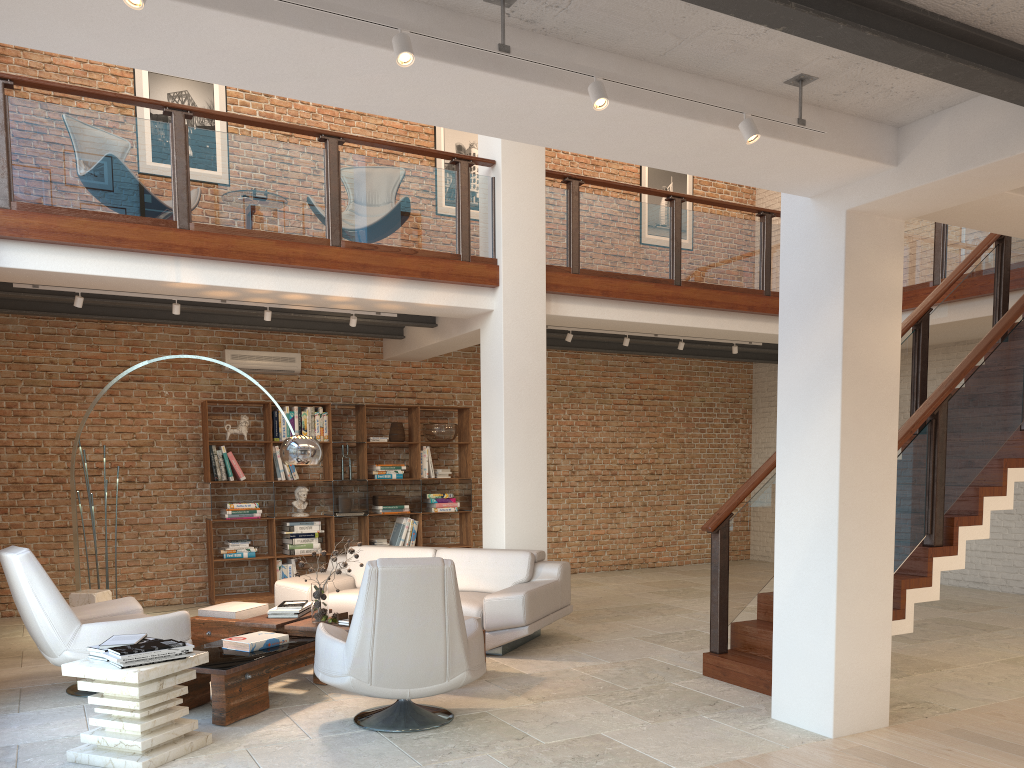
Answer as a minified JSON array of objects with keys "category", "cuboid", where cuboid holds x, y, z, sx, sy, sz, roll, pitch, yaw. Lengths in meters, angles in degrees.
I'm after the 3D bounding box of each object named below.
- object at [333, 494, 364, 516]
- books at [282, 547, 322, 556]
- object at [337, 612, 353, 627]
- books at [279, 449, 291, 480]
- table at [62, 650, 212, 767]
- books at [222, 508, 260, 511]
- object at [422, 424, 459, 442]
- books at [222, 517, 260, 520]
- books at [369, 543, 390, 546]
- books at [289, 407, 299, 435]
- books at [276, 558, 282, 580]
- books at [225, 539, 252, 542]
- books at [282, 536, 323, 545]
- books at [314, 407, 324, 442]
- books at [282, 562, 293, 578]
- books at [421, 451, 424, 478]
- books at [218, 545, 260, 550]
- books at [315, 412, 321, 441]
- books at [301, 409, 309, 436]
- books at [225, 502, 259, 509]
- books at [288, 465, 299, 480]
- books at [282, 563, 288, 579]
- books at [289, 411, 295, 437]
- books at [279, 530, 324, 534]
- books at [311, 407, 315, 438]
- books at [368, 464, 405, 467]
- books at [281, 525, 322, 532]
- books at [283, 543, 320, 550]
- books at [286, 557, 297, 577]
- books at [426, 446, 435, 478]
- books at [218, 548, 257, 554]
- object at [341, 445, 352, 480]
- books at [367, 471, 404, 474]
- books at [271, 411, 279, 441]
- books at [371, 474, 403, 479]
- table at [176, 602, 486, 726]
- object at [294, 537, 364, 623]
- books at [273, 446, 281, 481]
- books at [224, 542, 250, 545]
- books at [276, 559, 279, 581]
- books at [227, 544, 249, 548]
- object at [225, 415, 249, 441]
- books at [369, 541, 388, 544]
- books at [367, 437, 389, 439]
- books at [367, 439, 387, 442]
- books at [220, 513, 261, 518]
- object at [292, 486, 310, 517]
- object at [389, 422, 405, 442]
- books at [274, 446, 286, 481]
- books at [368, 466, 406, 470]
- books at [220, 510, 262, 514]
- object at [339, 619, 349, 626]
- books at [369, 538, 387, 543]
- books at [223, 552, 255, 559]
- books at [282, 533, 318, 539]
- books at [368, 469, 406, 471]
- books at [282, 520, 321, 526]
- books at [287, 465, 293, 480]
[{"category":"object","cuboid":[-1.899,1.388,9.999,0.335,0.234,0.283,1,-1,-28]},{"category":"books","cuboid":[-2.363,1.878,9.815,0.379,0.065,0.244,3,-6,-34]},{"category":"object","cuboid":[-1.125,1.619,5.997,0.114,0.082,0.094,-2,-1,34]},{"category":"books","cuboid":[-2.543,0.894,9.655,0.124,0.350,0.271,-3,2,-29]},{"category":"table","cuboid":[-1.928,1.663,4.512,0.495,0.506,0.493,-1,0,22]},{"category":"books","cuboid":[-2.952,1.360,9.479,0.355,0.021,0.272,3,-6,-30]},{"category":"object","cuboid":[-0.861,0.597,10.504,0.438,0.220,0.435,-1,-3,13]},{"category":"books","cuboid":[-2.947,1.454,9.482,0.355,0.021,0.272,2,-6,-28]},{"category":"books","cuboid":[-1.572,1.887,10.278,0.171,0.019,0.236,3,-7,-35]},{"category":"books","cuboid":[-2.420,0.449,9.672,0.036,0.385,0.243,-3,3,-29]},{"category":"books","cuboid":[-2.612,2.141,9.732,0.036,0.385,0.243,-3,3,-29]},{"category":"books","cuboid":[-2.980,1.705,9.492,0.252,0.017,0.162,2,-6,-28]},{"category":"books","cuboid":[-2.357,1.758,9.811,0.379,0.065,0.244,4,-7,-41]},{"category":"books","cuboid":[-2.176,0.461,9.814,0.036,0.385,0.243,-3,3,-29]},{"category":"books","cuboid":[-2.513,2.169,9.770,0.055,0.331,0.254,-3,2,-29]},{"category":"books","cuboid":[-1.128,0.963,10.406,0.055,0.331,0.254,-3,2,-29]},{"category":"books","cuboid":[-2.976,1.783,9.489,0.379,0.018,0.244,3,-7,-35]},{"category":"books","cuboid":[-2.215,0.486,9.789,0.055,0.331,0.254,-3,2,-29]},{"category":"books","cuboid":[-2.317,0.468,9.739,0.020,0.361,0.271,-3,3,-29]},{"category":"books","cuboid":[-2.944,1.321,9.477,0.326,0.056,0.255,2,-6,-26]},{"category":"books","cuboid":[-2.479,0.905,9.684,0.158,0.331,0.254,-2,2,-28]},{"category":"books","cuboid":[-2.566,2.169,9.749,0.057,0.332,0.254,-3,2,-29]},{"category":"books","cuboid":[-2.470,0.477,9.670,0.055,0.331,0.254,-3,2,-29]},{"category":"books","cuboid":[-2.367,1.658,9.798,0.444,0.021,0.272,2,-6,-28]},{"category":"books","cuboid":[-2.259,0.457,9.770,0.036,0.385,0.243,-3,3,-29]},{"category":"books","cuboid":[-1.478,0.957,10.230,0.355,0.021,0.272,3,-6,-30]},{"category":"books","cuboid":[-2.369,1.617,9.814,0.379,0.065,0.244,3,-6,-34]},{"category":"books","cuboid":[-2.374,1.820,9.826,0.362,0.056,0.283,2,-6,-26]},{"category":"books","cuboid":[-2.469,2.146,9.817,0.079,0.387,0.243,-3,3,-29]},{"category":"books","cuboid":[-1.024,0.942,10.485,0.101,0.386,0.243,-3,3,-29]},{"category":"books","cuboid":[-2.994,1.811,9.493,0.379,0.036,0.244,2,-6,-28]},{"category":"object","cuboid":[-1.893,0.893,9.938,0.121,0.401,0.061,-3,5,-25]},{"category":"books","cuboid":[-1.490,1.040,10.229,0.379,0.036,0.244,2,-6,-28]},{"category":"books","cuboid":[-2.621,0.471,9.589,0.055,0.331,0.254,-3,2,-29]},{"category":"books","cuboid":[-1.467,1.087,10.236,0.326,0.056,0.255,1,-5,-18]},{"category":"table","cuboid":[-1.510,1.829,5.928,2.207,0.430,1.969,-3,-5,23]},{"category":"object","cuboid":[-1.254,1.379,6.199,0.316,0.610,0.540,1,1,33]},{"category":"books","cuboid":[-2.629,0.875,9.623,0.101,0.386,0.243,-3,3,-29]},{"category":"books","cuboid":[-2.997,1.732,9.508,0.236,0.019,0.171,3,-6,-35]},{"category":"books","cuboid":[-2.636,2.138,9.701,0.036,0.385,0.243,-3,3,-29]},{"category":"books","cuboid":[-2.989,1.759,9.507,0.206,0.034,0.132,2,-5,-28]},{"category":"object","cuboid":[-2.944,0.467,9.343,0.251,0.285,0.129,-1,3,-20]},{"category":"books","cuboid":[-1.584,1.867,10.258,0.162,0.017,0.252,2,-6,-28]},{"category":"books","cuboid":[-1.572,0.630,10.091,0.236,0.019,0.171,3,-6,-35]},{"category":"books","cuboid":[-1.564,0.656,10.090,0.206,0.034,0.132,2,-5,-28]},{"category":"books","cuboid":[-2.952,1.424,9.469,0.379,0.036,0.244,3,-6,-33]},{"category":"object","cuboid":[-2.374,1.314,9.770,0.196,0.352,0.192,-1,3,-13]},{"category":"object","cuboid":[-1.345,0.566,10.195,0.193,0.234,0.193,0,1,19]},{"category":"books","cuboid":[-2.585,0.875,9.620,0.103,0.386,0.243,-3,3,-29]},{"category":"books","cuboid":[-1.467,0.984,10.216,0.379,0.036,0.244,3,-6,-34]},{"category":"books","cuboid":[-2.940,1.387,9.465,0.379,0.036,0.244,3,-6,-34]},{"category":"object","cuboid":[-1.012,1.645,6.031,0.249,0.035,0.271,-4,-6,33]},{"category":"books","cuboid":[-1.575,1.842,10.265,0.132,0.034,0.206,3,-6,-33]},{"category":"books","cuboid":[-2.972,1.857,9.500,0.326,0.056,0.255,1,-5,-18]},{"category":"books","cuboid":[-2.376,1.695,9.783,0.326,0.056,0.255,3,-6,-33]},{"category":"books","cuboid":[-1.472,1.012,10.225,0.379,0.018,0.244,3,-7,-35]},{"category":"books","cuboid":[-2.371,1.565,9.804,0.379,0.036,0.244,2,-6,-28]},{"category":"books","cuboid":[-2.528,0.896,9.673,0.124,0.350,0.271,-3,2,-29]}]
